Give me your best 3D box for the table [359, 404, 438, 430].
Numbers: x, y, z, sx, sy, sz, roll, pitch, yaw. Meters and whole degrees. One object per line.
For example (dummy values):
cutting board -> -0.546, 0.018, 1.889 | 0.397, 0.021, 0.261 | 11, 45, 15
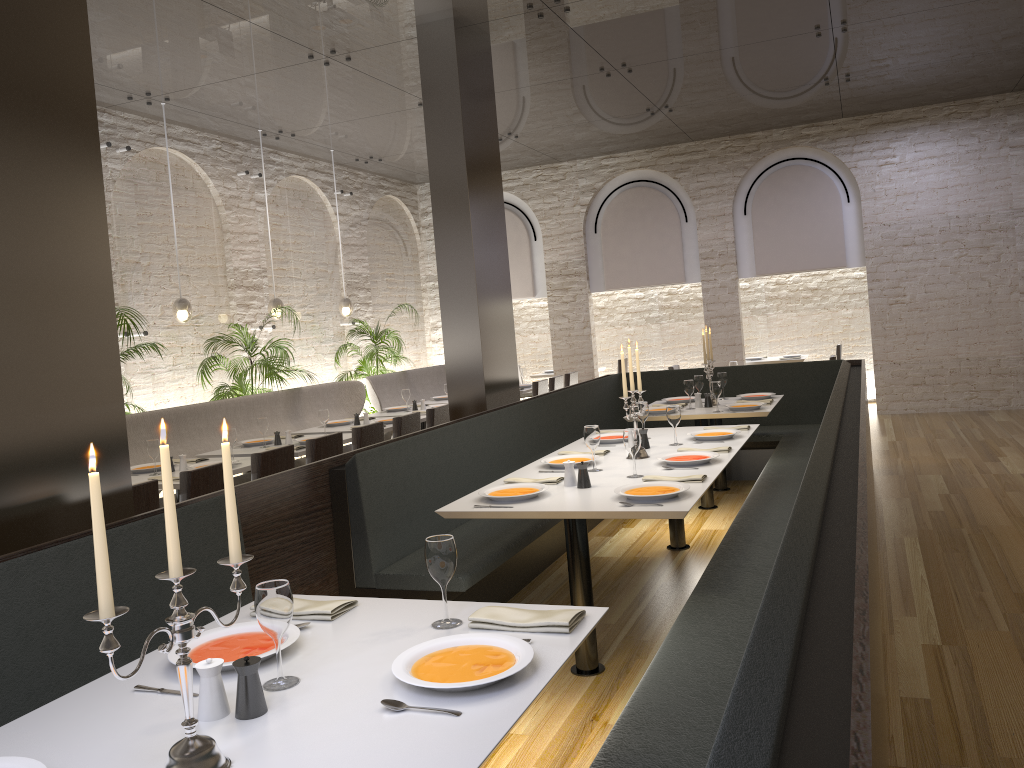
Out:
table -> -0.908, 0.641, 9.136 | 0.935, 0.759, 1.013 | -4, 3, 22

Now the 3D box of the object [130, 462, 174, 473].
object -> -2.465, 0.574, 6.025 | 0.321, 0.036, 0.322 | -5, 4, 4

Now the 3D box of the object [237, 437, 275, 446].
object -> -2.037, 0.469, 7.103 | 0.321, 0.036, 0.322 | -5, 4, 0

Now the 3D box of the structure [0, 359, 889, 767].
structure -> 0.100, 0.805, 3.343 | 2.369, 0.999, 10.775 | -3, 4, 22

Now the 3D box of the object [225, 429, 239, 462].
object -> -1.935, 0.424, 6.113 | 0.086, 0.230, 0.086 | -4, 2, 28

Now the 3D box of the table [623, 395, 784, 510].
table -> 1.614, 0.553, 7.188 | 1.099, 0.759, 1.191 | -4, 3, 22

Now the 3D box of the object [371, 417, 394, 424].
object -> -1.108, 0.334, 7.988 | 0.321, 0.036, 0.322 | -5, 4, 0

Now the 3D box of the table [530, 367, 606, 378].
table -> 0.915, 0.183, 13.909 | 0.935, 0.759, 1.013 | -4, 3, 22

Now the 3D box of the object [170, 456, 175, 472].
object -> -2.267, 0.528, 5.870 | 0.059, 0.109, 0.059 | -4, 2, 14

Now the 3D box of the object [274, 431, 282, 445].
object -> -1.839, 0.423, 6.948 | 0.059, 0.109, 0.059 | -4, 2, 14

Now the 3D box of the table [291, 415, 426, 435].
table -> -1.320, 0.742, 8.098 | 0.935, 0.759, 1.013 | -4, 3, 22

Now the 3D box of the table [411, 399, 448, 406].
table -> -0.501, 0.541, 10.160 | 0.935, 0.759, 1.013 | -4, 3, 22

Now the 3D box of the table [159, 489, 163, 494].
table -> -2.608, 1.058, 4.853 | 0.935, 0.759, 1.013 | -4, 3, 22

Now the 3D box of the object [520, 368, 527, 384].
object -> 0.154, -0.088, 11.374 | 0.086, 0.230, 0.086 | -6, 2, -38

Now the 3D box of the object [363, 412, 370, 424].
object -> -1.325, 0.309, 8.052 | 0.059, 0.109, 0.059 | -4, 2, 14

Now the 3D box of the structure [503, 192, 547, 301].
structure -> -0.257, -2.087, 13.485 | 1.632, 1.673, 0.098 | -4, 2, 22

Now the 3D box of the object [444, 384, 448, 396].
object -> -0.666, 0.113, 9.309 | 0.086, 0.230, 0.086 | -6, 2, -38

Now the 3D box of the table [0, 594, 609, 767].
table -> -0.686, 1.117, 1.394 | 1.099, 0.759, 2.545 | -4, 4, 22

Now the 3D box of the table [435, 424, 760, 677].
table -> 0.672, 0.784, 4.815 | 1.099, 0.759, 2.545 | -4, 4, 22

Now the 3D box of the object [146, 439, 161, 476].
object -> -2.338, 0.479, 5.787 | 0.086, 0.230, 0.086 | -5, 2, -20

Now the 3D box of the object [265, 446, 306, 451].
object -> -1.673, 0.479, 6.568 | 0.272, 0.033, 0.143 | -3, 4, 22

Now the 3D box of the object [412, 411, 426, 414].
object -> -0.829, 0.273, 8.693 | 0.272, 0.033, 0.143 | -3, 4, 22

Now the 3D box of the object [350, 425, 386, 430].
object -> -1.241, 0.374, 7.655 | 0.272, 0.033, 0.143 | -3, 4, 22

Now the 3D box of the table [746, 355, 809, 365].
table -> 3.786, 0.015, 12.757 | 0.935, 0.759, 1.013 | -4, 3, 22

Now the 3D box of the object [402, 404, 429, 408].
object -> -1.050, 0.237, 9.539 | 0.272, 0.033, 0.143 | -3, 4, 22

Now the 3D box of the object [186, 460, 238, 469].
object -> -1.968, 0.545, 5.824 | 0.321, 0.036, 0.322 | -5, 4, 4

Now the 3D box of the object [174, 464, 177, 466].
object -> -2.402, 0.566, 6.191 | 0.181, 0.015, 0.038 | -3, 4, 23

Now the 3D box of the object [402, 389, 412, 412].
object -> -1.069, 0.168, 8.982 | 0.086, 0.230, 0.086 | -6, 2, -38

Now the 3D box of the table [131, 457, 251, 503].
table -> -2.180, 0.952, 5.933 | 0.935, 0.759, 1.013 | -4, 3, 22

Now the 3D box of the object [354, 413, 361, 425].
object -> -1.407, 0.317, 8.035 | 0.059, 0.109, 0.059 | -4, 2, 14

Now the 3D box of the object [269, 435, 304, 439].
object -> -1.893, 0.444, 7.414 | 0.272, 0.033, 0.143 | -3, 4, 22

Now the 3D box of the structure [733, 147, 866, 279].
structure -> 3.798, -2.324, 11.858 | 1.632, 1.673, 0.098 | -4, 2, 22

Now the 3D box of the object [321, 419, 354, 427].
object -> -1.605, 0.363, 8.190 | 0.321, 0.036, 0.322 | -5, 4, 0

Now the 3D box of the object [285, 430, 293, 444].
object -> -1.757, 0.415, 6.965 | 0.059, 0.109, 0.059 | -4, 2, 14

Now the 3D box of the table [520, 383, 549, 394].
table -> -0.081, 0.438, 11.219 | 0.935, 0.759, 1.013 | -4, 3, 22

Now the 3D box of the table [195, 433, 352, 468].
table -> -1.751, 0.848, 7.011 | 0.935, 0.759, 1.013 | -4, 3, 22

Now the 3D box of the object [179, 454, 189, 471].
object -> -2.185, 0.520, 5.887 | 0.059, 0.109, 0.059 | -4, 2, 14

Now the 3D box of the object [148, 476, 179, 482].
object -> -2.101, 0.584, 5.490 | 0.272, 0.033, 0.143 | -3, 4, 22

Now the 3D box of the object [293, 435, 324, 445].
object -> -1.540, 0.440, 6.901 | 0.321, 0.036, 0.322 | -5, 4, 0

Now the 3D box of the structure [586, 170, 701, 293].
structure -> 1.836, -2.209, 12.646 | 1.632, 1.673, 0.098 | -4, 2, 22

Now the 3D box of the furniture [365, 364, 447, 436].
furniture -> -0.955, 0.351, 11.089 | 0.706, 1.096, 2.591 | -4, 3, 22

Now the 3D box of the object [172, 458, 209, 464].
object -> -2.322, 0.549, 6.335 | 0.272, 0.033, 0.143 | -3, 4, 22

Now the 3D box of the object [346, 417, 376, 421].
object -> -1.462, 0.338, 8.501 | 0.272, 0.033, 0.143 | -3, 4, 22

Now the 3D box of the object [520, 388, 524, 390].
object -> -0.003, 0.070, 10.776 | 0.272, 0.033, 0.143 | -3, 4, 22

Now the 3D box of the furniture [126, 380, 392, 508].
furniture -> -2.310, 0.683, 7.677 | 0.708, 1.096, 4.487 | -4, 4, 22
